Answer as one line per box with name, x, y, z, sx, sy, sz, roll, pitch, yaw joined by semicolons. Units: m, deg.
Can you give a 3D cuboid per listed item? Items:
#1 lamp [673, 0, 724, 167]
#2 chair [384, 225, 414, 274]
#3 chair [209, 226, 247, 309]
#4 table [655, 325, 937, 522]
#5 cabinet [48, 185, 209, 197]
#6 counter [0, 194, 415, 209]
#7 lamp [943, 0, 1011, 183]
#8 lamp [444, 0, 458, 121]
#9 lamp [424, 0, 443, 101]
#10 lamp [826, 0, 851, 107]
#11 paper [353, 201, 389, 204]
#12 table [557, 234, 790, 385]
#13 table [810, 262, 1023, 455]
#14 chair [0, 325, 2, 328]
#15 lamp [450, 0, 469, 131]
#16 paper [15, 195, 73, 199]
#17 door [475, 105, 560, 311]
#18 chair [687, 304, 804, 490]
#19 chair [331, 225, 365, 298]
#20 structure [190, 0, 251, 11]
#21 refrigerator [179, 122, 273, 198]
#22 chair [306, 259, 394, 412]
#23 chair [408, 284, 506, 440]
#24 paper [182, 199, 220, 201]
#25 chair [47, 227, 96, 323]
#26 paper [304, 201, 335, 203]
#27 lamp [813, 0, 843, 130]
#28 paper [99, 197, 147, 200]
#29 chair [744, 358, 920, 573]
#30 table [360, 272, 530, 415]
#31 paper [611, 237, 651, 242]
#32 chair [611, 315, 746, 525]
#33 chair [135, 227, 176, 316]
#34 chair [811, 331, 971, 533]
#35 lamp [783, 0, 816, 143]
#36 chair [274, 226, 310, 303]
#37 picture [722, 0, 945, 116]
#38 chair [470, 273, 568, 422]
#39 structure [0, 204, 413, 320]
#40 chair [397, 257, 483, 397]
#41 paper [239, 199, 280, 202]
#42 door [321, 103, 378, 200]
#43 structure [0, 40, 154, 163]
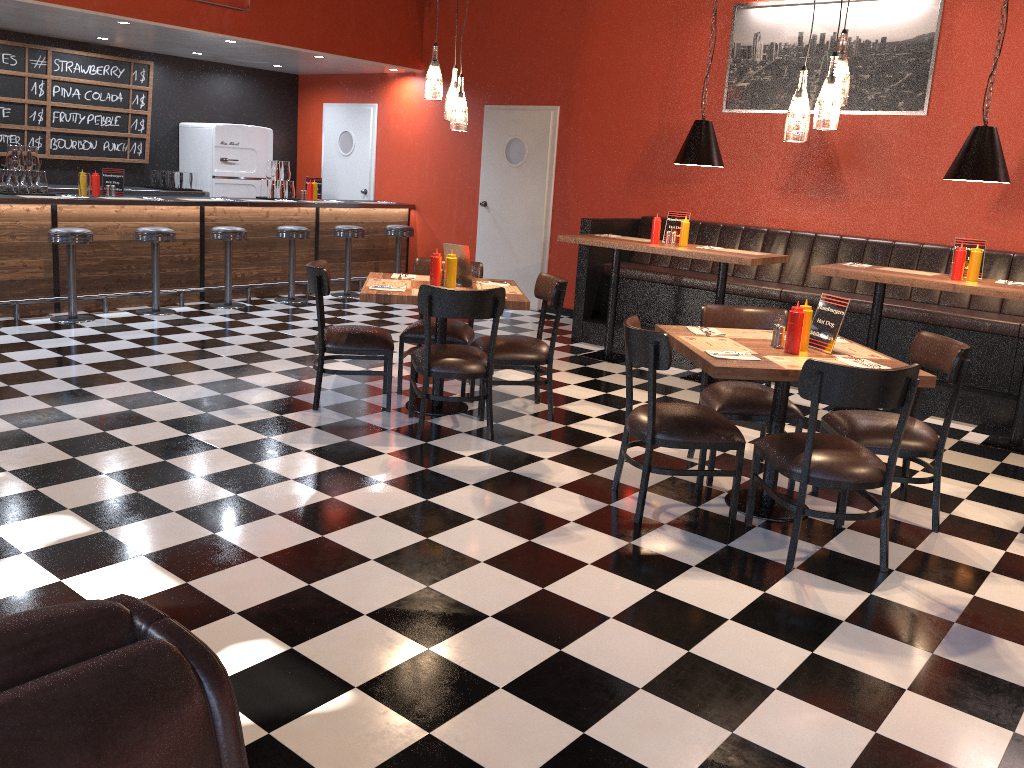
lamp;1.492;-2.657;6.556;0.382;2.026;0.385;2;12;-10
chair;-1.332;-1.464;10.350;0.348;0.768;0.351;3;12;-6
chair;-2.760;-1.141;8.622;0.348;0.768;0.351;3;12;-6
table;1.233;0.207;4.206;0.960;0.767;0.965;2;13;-6
cabinet;-5.527;-1.463;8.698;0.678;0.990;5.307;13;16;37
counter;-3.666;-1.716;8.266;0.679;0.050;7.070;14;17;37
lamp;2.986;-2.266;5.369;0.382;2.026;0.385;2;12;-10
lamp;-0.295;-2.544;5.168;0.109;1.949;0.109;9;12;25
lamp;-0.406;-2.648;5.091;0.109;1.949;0.109;10;13;30
lamp;1.501;-2.192;3.753;0.108;1.949;0.109;6;11;10
paper;-1.651;-2.146;10.490;0.366;0.001;0.263;-8;18;-39
table;1.214;-0.613;7.094;1.700;0.991;0.698;14;16;38
table;2.849;-0.185;5.795;1.700;0.991;0.698;14;16;38
chair;-4.188;-0.818;6.893;0.348;0.768;0.351;4;12;-1
lamp;-0.252;-2.457;5.068;0.108;1.949;0.109;3;11;-5
paper;-4.016;-1.605;7.602;0.262;0.001;0.367;15;18;38
door;0.011;-1.947;9.763;1.031;2.160;0.162;13;15;38
chair;1.230;0.046;4.670;0.486;0.860;0.549;3;12;-3
chair;-1.808;-1.357;9.774;0.350;0.768;0.349;15;16;42
structure;-3.434;-3.581;7.368;0.122;0.435;2.887;13;16;37
refrigerator;-3.494;-2.271;10.897;0.854;1.788;0.806;13;15;38
chair;-1.012;-0.310;5.502;0.544;0.860;0.491;1;12;-11
chair;-0.326;-0.156;5.064;0.486;0.860;0.549;1;12;-12
paper;-3.076;-1.813;8.723;0.262;0.001;0.367;13;16;34
chair;-3.712;-0.926;7.470;0.348;0.768;0.351;2;12;-11
paper;-2.159;-2.031;9.875;0.262;0.001;0.367;15;17;38
lamp;1.428;-2.061;3.664;0.108;1.949;0.109;2;11;-9
paper;-3.574;-1.702;8.127;0.262;0.001;0.367;15;18;38
chair;1.328;0.290;3.695;0.486;0.860;0.549;3;12;-6
table;-0.444;-0.227;5.519;0.956;0.767;0.969;2;13;-6
paper;1.032;-1.207;7.384;0.367;0.001;0.262;16;18;40
chair;0.749;0.152;4.097;0.544;0.860;0.491;2;12;-9
chair;-3.236;-1.033;8.046;0.348;0.768;0.351;3;12;-6
chair;1.804;0.198;4.206;0.544;0.860;0.490;4;12;3
lamp;1.321;-2.026;3.739;0.108;1.949;0.109;-5;15;-39
chair;-2.284;-1.249;9.198;0.350;0.768;0.350;13;15;38
picture;2.644;-2.766;7.486;1.779;0.931;0.023;14;15;38
chair;0.047;-0.246;5.537;0.544;0.860;0.491;2;12;-11
structure;-3.464;-1.125;8.183;0.217;1.030;7.070;13;16;37
chair;-0.477;-0.392;5.992;0.486;0.860;0.549;5;12;5
paper;-2.638;-1.926;9.306;0.262;0.001;0.367;15;18;38
door;-2.156;-2.514;11.483;1.031;2.160;0.162;13;15;38
structure;-5.644;-2.817;8.548;0.201;1.136;4.562;13;16;37
